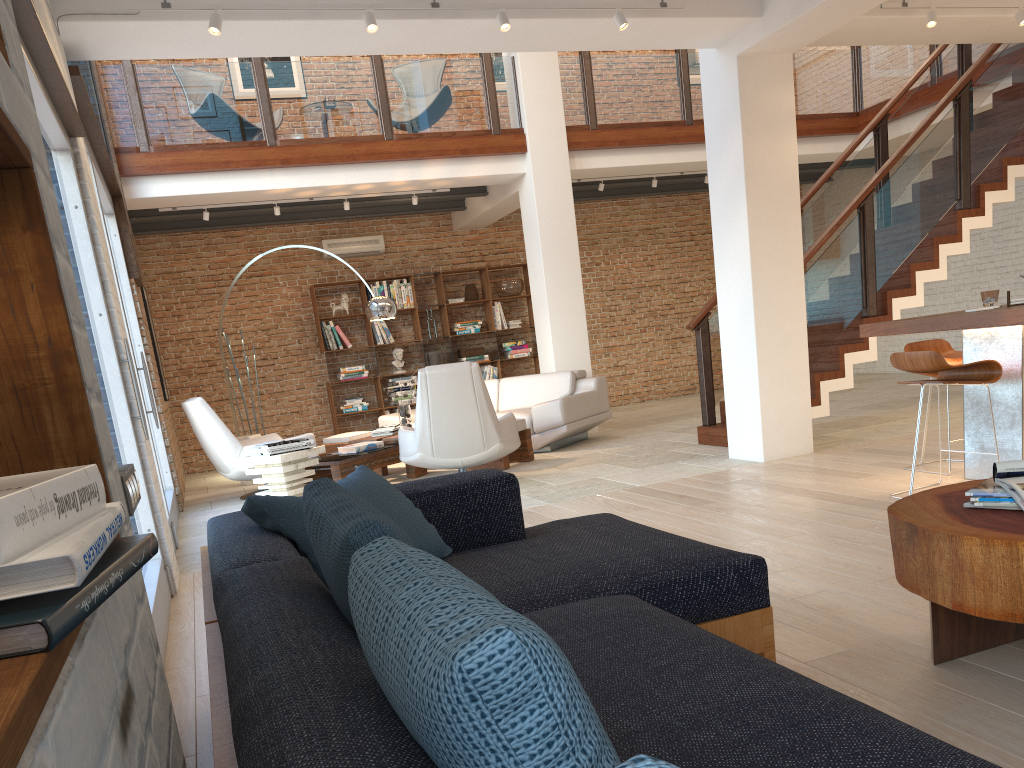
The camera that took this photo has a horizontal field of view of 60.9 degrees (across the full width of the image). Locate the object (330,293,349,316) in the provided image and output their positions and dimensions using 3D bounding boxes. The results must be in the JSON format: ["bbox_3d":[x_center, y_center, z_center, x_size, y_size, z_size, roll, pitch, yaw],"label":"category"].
[{"bbox_3d":[-2.259,-1.042,11.450,0.250,0.291,0.127,-9,11,-11],"label":"object"}]

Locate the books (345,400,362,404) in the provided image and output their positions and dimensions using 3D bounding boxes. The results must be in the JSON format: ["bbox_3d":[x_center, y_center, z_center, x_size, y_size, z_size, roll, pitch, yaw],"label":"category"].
[{"bbox_3d":[-2.144,0.242,11.782,0.204,0.035,0.130,-8,3,-19],"label":"books"}]

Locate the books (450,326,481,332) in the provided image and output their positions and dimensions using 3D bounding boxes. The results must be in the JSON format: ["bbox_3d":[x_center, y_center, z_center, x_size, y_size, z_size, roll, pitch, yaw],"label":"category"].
[{"bbox_3d":[-0.652,-0.765,12.129,0.376,0.037,0.241,-8,3,-19],"label":"books"}]

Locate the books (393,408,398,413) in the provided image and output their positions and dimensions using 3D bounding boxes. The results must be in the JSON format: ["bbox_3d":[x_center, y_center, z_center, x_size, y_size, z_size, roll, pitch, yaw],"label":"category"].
[{"bbox_3d":[-1.551,0.527,12.042,0.078,0.395,0.239,-12,10,-20],"label":"books"}]

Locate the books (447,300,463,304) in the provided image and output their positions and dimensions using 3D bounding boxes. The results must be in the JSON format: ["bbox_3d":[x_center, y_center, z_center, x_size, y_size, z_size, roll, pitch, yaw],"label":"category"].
[{"bbox_3d":[-0.783,-1.123,11.958,0.204,0.035,0.130,-8,3,-19],"label":"books"}]

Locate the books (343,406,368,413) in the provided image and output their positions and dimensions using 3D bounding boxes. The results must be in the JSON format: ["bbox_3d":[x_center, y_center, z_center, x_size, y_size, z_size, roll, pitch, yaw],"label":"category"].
[{"bbox_3d":[-2.117,0.341,11.785,0.325,0.057,0.250,-8,3,-9],"label":"books"}]

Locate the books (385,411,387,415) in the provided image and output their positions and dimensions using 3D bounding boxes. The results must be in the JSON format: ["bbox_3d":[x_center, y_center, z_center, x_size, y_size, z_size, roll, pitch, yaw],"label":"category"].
[{"bbox_3d":[-1.731,0.556,11.958,0.036,0.394,0.239,-12,10,-20],"label":"books"}]

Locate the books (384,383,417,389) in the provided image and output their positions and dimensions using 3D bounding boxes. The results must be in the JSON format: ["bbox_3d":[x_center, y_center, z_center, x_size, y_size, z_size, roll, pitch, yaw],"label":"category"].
[{"bbox_3d":[-1.505,0.026,11.944,0.440,0.021,0.268,-8,2,-19],"label":"books"}]

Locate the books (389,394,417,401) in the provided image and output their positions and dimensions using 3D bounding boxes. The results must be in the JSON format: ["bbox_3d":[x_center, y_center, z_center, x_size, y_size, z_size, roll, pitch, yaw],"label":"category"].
[{"bbox_3d":[-1.490,0.185,11.992,0.359,0.057,0.278,-8,3,-17],"label":"books"}]

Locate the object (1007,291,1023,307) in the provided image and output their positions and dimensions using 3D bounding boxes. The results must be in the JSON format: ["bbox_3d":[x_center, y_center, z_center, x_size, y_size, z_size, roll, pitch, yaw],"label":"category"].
[{"bbox_3d":[2.705,-0.462,4.643,0.115,0.084,0.091,-5,7,26],"label":"object"}]

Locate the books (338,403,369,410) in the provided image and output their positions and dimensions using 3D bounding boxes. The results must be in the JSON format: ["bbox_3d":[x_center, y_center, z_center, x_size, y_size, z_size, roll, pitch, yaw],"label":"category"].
[{"bbox_3d":[-2.145,0.298,11.777,0.376,0.037,0.241,-8,3,-19],"label":"books"}]

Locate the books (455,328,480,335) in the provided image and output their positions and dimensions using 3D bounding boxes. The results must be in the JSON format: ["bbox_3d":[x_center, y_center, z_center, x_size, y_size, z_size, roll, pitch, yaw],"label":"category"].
[{"bbox_3d":[-0.623,-0.721,12.137,0.325,0.057,0.250,-8,3,-9],"label":"books"}]

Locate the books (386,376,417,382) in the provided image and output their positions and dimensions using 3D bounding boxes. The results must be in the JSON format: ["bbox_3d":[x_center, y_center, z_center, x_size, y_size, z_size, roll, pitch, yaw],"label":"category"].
[{"bbox_3d":[-1.518,-0.069,11.937,0.376,0.037,0.241,-8,3,-19],"label":"books"}]

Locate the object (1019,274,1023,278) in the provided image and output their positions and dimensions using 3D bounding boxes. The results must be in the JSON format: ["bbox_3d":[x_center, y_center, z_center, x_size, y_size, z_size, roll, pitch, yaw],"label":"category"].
[{"bbox_3d":[2.954,-0.569,4.707,0.364,0.228,0.356,-4,6,36],"label":"object"}]

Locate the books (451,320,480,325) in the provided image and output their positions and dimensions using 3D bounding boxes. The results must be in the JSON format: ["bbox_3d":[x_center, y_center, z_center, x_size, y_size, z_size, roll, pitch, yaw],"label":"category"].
[{"bbox_3d":[-0.649,-0.850,12.117,0.352,0.021,0.269,-8,2,-20],"label":"books"}]

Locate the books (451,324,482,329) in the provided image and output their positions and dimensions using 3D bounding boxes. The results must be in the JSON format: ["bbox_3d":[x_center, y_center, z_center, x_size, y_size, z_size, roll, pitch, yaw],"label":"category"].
[{"bbox_3d":[-0.637,-0.794,12.118,0.374,0.019,0.242,-9,2,-26],"label":"books"}]

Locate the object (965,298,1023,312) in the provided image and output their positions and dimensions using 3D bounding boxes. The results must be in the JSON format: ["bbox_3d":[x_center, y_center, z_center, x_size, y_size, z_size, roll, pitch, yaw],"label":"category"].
[{"bbox_3d":[2.573,-0.420,4.647,0.392,0.036,0.195,-8,3,-15],"label":"object"}]

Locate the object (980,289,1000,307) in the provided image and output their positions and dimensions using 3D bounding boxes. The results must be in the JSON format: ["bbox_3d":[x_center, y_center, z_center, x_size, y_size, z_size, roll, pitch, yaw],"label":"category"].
[{"bbox_3d":[2.561,-0.457,4.671,0.091,0.087,0.089,-8,7,-4],"label":"object"}]

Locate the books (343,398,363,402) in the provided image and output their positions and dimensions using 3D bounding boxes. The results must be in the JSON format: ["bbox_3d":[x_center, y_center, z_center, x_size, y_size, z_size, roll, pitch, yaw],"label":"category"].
[{"bbox_3d":[-2.155,0.217,11.781,0.233,0.019,0.169,-9,3,-26],"label":"books"}]

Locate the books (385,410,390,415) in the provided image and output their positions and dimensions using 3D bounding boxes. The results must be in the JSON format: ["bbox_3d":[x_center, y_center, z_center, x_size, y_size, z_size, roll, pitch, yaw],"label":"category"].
[{"bbox_3d":[-1.702,0.551,11.984,0.036,0.394,0.239,-12,10,-20],"label":"books"}]

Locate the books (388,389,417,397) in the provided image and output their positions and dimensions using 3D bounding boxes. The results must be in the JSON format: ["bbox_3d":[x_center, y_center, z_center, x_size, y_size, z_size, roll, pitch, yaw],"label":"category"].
[{"bbox_3d":[-1.482,0.124,11.968,0.373,0.066,0.243,-9,3,-32],"label":"books"}]

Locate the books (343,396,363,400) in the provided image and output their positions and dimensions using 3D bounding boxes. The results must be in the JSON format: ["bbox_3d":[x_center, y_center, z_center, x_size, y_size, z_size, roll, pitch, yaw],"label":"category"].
[{"bbox_3d":[-2.143,0.189,11.759,0.250,0.017,0.160,-8,2,-19],"label":"books"}]

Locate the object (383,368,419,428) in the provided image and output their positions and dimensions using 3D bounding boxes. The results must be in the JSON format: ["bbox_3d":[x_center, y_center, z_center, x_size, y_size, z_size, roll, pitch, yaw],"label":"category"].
[{"bbox_3d":[-0.919,0.161,8.291,0.316,0.623,0.527,2,12,41],"label":"object"}]

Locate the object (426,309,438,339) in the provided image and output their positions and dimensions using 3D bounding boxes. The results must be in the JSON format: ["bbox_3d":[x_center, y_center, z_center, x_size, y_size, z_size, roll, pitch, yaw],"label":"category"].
[{"bbox_3d":[-1.102,-0.823,11.899,0.120,0.410,0.060,-10,12,-16],"label":"object"}]

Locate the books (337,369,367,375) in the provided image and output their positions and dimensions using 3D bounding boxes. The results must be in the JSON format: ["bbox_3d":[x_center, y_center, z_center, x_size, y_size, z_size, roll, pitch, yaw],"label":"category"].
[{"bbox_3d":[-2.153,-0.160,11.697,0.352,0.021,0.269,-8,2,-20],"label":"books"}]

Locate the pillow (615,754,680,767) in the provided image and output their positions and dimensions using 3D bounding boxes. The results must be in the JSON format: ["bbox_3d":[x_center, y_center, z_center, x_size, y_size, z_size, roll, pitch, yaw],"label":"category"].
[{"bbox_3d":[0.318,0.404,0.090,0.240,0.408,1.092,-11,4,-21],"label":"pillow"}]

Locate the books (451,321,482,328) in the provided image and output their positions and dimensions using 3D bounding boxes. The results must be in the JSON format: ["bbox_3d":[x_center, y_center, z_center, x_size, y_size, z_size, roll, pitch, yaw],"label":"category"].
[{"bbox_3d":[-0.636,-0.822,12.105,0.374,0.037,0.242,-9,3,-25],"label":"books"}]

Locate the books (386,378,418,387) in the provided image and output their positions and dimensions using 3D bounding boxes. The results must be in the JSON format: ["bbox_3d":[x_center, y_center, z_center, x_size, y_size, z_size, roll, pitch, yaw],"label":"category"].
[{"bbox_3d":[-1.509,-0.018,11.954,0.375,0.066,0.242,-9,3,-24],"label":"books"}]

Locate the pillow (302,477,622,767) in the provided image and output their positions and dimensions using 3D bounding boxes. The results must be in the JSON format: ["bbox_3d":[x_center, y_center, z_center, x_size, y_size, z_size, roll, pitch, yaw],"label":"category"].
[{"bbox_3d":[-0.132,0.391,1.341,0.252,0.427,1.195,-11,4,-20],"label":"pillow"}]

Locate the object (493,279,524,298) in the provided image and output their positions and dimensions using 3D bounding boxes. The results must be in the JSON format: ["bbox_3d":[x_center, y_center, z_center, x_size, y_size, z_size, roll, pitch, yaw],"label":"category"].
[{"bbox_3d":[-0.044,-1.327,12.229,0.440,0.225,0.423,-6,5,22],"label":"object"}]

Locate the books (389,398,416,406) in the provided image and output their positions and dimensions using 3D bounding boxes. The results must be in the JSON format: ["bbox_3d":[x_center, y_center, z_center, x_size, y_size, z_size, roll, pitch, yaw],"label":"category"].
[{"bbox_3d":[-1.475,0.245,11.987,0.375,0.066,0.242,-9,3,-24],"label":"books"}]

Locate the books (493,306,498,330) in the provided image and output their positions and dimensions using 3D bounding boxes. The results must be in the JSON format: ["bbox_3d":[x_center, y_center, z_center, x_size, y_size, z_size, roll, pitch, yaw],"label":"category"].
[{"bbox_3d":[-0.281,-0.911,12.227,0.055,0.339,0.250,-12,9,-20],"label":"books"}]

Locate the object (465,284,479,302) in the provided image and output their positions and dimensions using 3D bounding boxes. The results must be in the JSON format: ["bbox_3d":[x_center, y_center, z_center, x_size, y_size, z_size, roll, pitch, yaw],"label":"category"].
[{"bbox_3d":[-0.564,-1.255,12.011,0.194,0.239,0.187,-3,9,28],"label":"object"}]

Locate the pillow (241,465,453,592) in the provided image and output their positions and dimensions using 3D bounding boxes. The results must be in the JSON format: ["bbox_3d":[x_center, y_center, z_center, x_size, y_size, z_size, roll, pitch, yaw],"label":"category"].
[{"bbox_3d":[-0.486,0.441,2.629,0.378,0.337,0.548,-3,6,31],"label":"pillow"}]

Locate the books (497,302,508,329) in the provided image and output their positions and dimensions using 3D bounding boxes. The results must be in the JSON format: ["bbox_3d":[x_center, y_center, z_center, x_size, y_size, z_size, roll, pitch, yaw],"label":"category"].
[{"bbox_3d":[-0.170,-0.956,12.282,0.100,0.394,0.239,-11,10,-20],"label":"books"}]

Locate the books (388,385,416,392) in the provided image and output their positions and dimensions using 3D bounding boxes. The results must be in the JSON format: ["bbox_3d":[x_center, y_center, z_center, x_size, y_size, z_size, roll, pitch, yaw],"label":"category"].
[{"bbox_3d":[-1.511,0.066,11.935,0.322,0.057,0.252,-9,3,-24],"label":"books"}]

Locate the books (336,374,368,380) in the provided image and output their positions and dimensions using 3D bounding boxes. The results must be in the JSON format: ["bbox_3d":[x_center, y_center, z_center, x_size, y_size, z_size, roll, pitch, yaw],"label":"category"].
[{"bbox_3d":[-2.149,-0.094,11.697,0.375,0.037,0.241,-9,3,-23],"label":"books"}]

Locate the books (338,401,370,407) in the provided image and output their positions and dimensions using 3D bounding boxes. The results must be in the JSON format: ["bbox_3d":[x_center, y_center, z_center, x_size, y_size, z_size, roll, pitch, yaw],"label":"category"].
[{"bbox_3d":[-2.131,0.268,11.766,0.374,0.019,0.242,-9,2,-26],"label":"books"}]

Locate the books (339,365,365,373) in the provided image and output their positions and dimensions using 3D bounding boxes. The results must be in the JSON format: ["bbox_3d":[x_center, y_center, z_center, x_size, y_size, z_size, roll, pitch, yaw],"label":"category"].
[{"bbox_3d":[-2.150,-0.200,11.690,0.324,0.057,0.251,-8,3,-17],"label":"books"}]

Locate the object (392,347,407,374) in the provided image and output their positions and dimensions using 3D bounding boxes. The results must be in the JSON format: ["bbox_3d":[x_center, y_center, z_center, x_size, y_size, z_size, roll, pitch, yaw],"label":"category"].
[{"bbox_3d":[-1.552,-0.317,11.873,0.196,0.360,0.188,-8,10,-3],"label":"object"}]

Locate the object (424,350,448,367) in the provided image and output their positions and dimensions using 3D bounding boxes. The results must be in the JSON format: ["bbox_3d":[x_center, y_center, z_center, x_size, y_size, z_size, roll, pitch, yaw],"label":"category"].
[{"bbox_3d":[-1.047,-0.332,12.023,0.332,0.239,0.279,-9,7,-19],"label":"object"}]

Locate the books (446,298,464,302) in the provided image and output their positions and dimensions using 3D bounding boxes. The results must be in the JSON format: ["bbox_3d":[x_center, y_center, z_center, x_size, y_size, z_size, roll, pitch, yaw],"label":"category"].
[{"bbox_3d":[-0.794,-1.148,11.957,0.233,0.019,0.169,-9,3,-26],"label":"books"}]

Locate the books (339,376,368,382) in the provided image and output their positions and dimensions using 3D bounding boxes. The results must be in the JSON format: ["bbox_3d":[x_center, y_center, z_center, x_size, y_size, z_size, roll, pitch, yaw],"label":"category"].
[{"bbox_3d":[-2.139,-0.066,11.712,0.352,0.021,0.268,-8,2,-19],"label":"books"}]

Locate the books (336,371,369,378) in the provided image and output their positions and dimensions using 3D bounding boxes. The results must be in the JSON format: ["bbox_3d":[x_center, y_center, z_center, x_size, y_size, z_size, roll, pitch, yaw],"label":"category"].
[{"bbox_3d":[-2.141,-0.132,11.686,0.374,0.037,0.242,-9,3,-25],"label":"books"}]
